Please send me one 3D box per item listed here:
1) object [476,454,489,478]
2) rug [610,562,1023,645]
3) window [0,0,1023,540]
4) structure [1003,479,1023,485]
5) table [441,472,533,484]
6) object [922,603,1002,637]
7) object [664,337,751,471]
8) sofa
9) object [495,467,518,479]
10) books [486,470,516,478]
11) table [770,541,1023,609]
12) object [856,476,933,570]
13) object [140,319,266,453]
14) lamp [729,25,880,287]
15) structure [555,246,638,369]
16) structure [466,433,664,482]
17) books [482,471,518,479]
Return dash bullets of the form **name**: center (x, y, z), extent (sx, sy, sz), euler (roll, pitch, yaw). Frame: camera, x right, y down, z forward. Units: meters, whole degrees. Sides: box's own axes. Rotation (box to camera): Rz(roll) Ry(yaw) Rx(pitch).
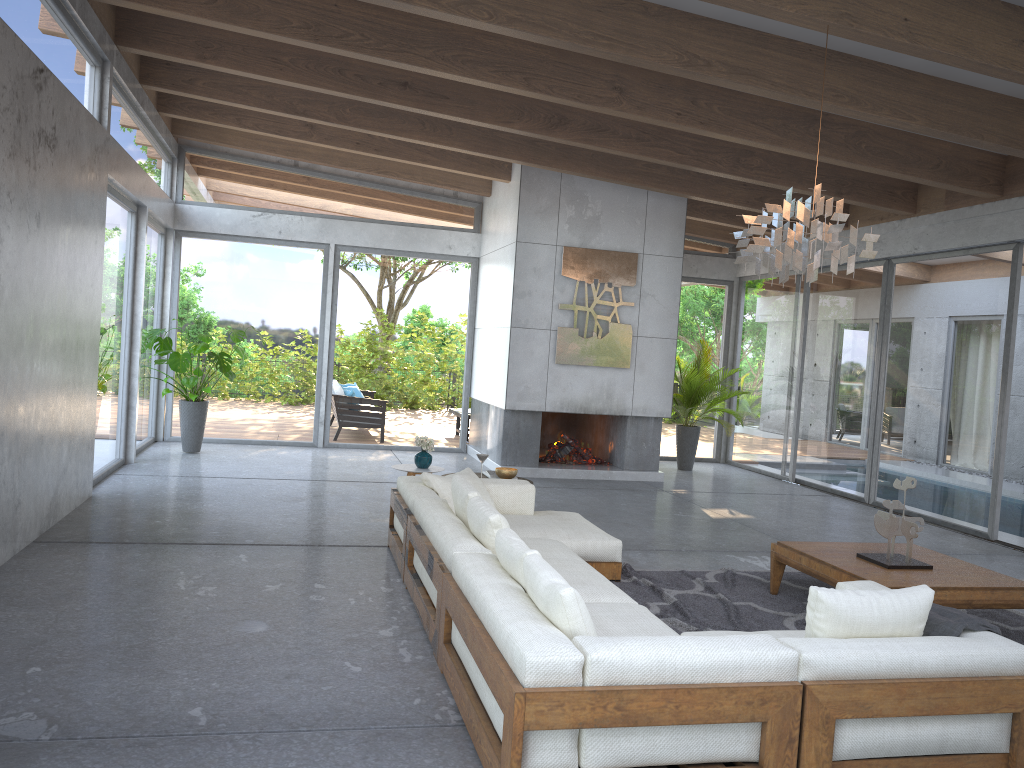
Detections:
- **object**: center (-0.227, 0.637, 6.665), extent (0.099, 0.212, 0.099), euler (5, 2, 17)
- **rug**: center (1.715, 1.342, 5.189), extent (3.186, 0.056, 2.187), euler (3, 2, -13)
- **window**: center (2.365, -0.447, 4.895), extent (14.294, 3.764, 23.280), euler (3, 2, -14)
- **structure**: center (8.506, 1.698, 8.644), extent (0.477, 0.068, 13.673), euler (3, 2, -14)
- **table**: center (-0.210, 0.958, 6.869), extent (0.725, 0.441, 0.725), euler (6, 3, 38)
- **object**: center (1.573, 1.230, 3.505), extent (0.857, 0.704, 0.472), euler (3, 2, -17)
- **object**: center (2.404, 0.249, 11.946), extent (1.484, 1.819, 1.798), euler (4, 2, -7)
- **sofa**: center (0.520, 1.002, 4.731), extent (1.965, 0.777, 3.733), euler (3, 2, -14)
- **object**: center (-0.045, 0.702, 6.826), extent (0.173, 0.097, 0.173), euler (2, 3, -34)
- **books**: center (-0.089, 0.717, 7.062), extent (0.205, 0.012, 0.290), euler (4, 2, -8)
- **table**: center (2.283, 1.232, 5.261), extent (1.048, 0.352, 1.112), euler (3, 2, -14)
- **object**: center (2.282, 0.796, 5.261), extent (0.346, 0.518, 0.379), euler (3, 2, -14)
- **object**: center (-3.780, 0.014, 10.464), extent (1.416, 1.540, 1.731), euler (4, 2, 6)
- **lamp**: center (1.522, -1.234, 4.842), extent (0.862, 1.400, 0.636), euler (5, 3, 33)
- **structure**: center (0.983, -0.880, 10.289), extent (0.919, 1.351, 0.041), euler (3, 2, -14)
- **structure**: center (0.606, 0.770, 11.444), extent (2.012, 0.595, 2.203), euler (3, 2, -14)
- **books**: center (-0.098, 0.729, 7.063), extent (0.220, 0.015, 0.303), euler (3, 2, -14)
